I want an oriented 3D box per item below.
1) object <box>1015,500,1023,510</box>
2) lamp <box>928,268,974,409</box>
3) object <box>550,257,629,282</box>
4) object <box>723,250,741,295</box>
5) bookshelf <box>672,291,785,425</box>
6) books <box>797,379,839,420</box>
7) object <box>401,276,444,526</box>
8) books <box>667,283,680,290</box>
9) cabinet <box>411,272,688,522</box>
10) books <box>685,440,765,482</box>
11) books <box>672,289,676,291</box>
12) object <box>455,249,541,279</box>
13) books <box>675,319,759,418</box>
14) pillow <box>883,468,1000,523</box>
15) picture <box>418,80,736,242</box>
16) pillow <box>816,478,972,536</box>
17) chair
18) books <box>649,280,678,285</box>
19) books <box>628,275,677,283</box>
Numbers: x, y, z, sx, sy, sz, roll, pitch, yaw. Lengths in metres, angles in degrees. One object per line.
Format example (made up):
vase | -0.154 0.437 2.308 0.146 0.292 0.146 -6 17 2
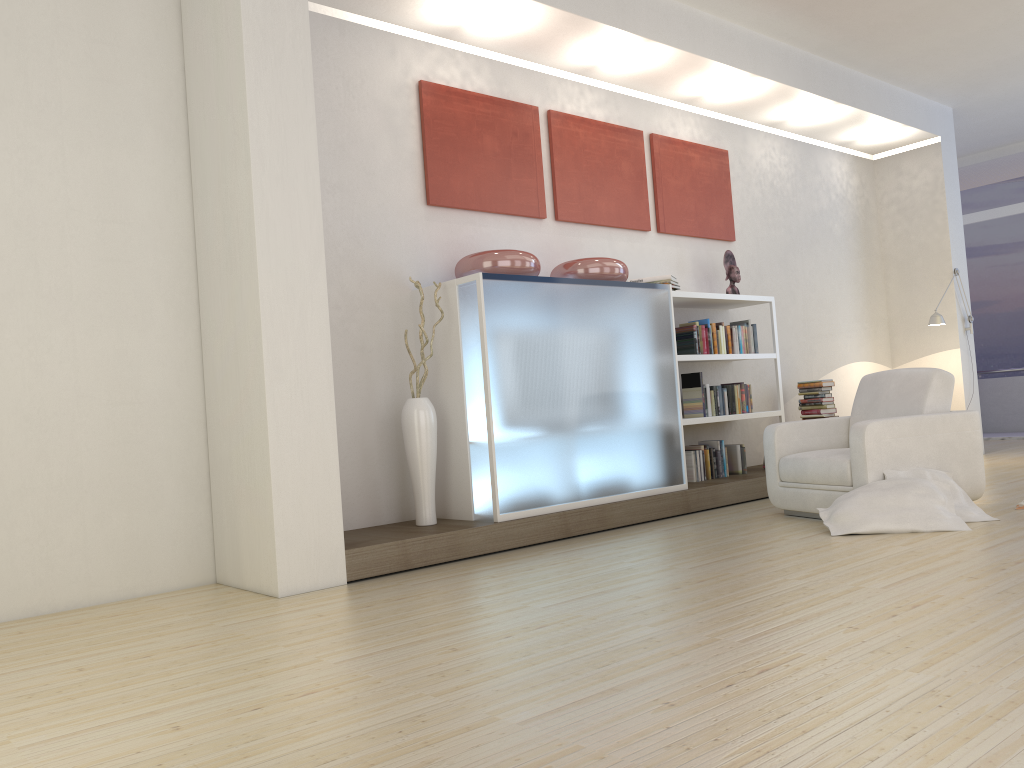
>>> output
object | 2.982 0.635 5.104 0.265 0.149 0.089 -3 -2 -28
lamp | 4.307 -0.224 8.690 0.891 1.841 0.204 -2 -3 -45
object | 0.523 -0.740 6.019 0.534 0.206 0.546 -4 -2 -4
object | 1.793 -0.894 7.242 0.133 0.409 0.138 -4 -2 6
bookshelf | 1.437 0.025 6.867 1.599 1.396 0.465 -2 -3 -41
books | 2.704 0.315 7.771 0.270 0.694 0.329 -2 -3 -41
object | -0.495 0.091 5.076 0.277 1.422 0.250 -3 -3 -37
books | 1.072 -0.707 6.606 0.287 0.025 0.247 -6 -3 34
cabinet | 0.281 0.070 5.732 1.670 1.396 0.689 -2 -3 -41
books | 1.707 0.567 6.904 1.125 0.281 0.274 -3 -2 -34
books | 1.053 -0.684 6.619 0.287 0.018 0.247 -5 -2 23
object | -0.089 -0.714 5.499 0.534 0.206 0.546 -6 -3 37
books | 1.622 -0.128 6.924 0.831 0.743 0.215 -2 -3 -41
pillow | 2.254 0.606 4.800 0.615 0.315 0.312 -4 -2 -14
picture | 0.670 -1.577 6.641 3.227 0.794 0.030 -2 -3 -41
pillow | 1.993 0.654 4.676 0.712 0.287 0.299 -5 -2 12
chair | 2.189 0.332 5.416 0.941 0.828 0.919 -3 -2 -21
books | 1.054 -0.733 6.618 0.328 0.027 0.247 -5 -2 25
books | 1.052 -0.765 6.619 0.319 0.038 0.247 -5 -2 20
